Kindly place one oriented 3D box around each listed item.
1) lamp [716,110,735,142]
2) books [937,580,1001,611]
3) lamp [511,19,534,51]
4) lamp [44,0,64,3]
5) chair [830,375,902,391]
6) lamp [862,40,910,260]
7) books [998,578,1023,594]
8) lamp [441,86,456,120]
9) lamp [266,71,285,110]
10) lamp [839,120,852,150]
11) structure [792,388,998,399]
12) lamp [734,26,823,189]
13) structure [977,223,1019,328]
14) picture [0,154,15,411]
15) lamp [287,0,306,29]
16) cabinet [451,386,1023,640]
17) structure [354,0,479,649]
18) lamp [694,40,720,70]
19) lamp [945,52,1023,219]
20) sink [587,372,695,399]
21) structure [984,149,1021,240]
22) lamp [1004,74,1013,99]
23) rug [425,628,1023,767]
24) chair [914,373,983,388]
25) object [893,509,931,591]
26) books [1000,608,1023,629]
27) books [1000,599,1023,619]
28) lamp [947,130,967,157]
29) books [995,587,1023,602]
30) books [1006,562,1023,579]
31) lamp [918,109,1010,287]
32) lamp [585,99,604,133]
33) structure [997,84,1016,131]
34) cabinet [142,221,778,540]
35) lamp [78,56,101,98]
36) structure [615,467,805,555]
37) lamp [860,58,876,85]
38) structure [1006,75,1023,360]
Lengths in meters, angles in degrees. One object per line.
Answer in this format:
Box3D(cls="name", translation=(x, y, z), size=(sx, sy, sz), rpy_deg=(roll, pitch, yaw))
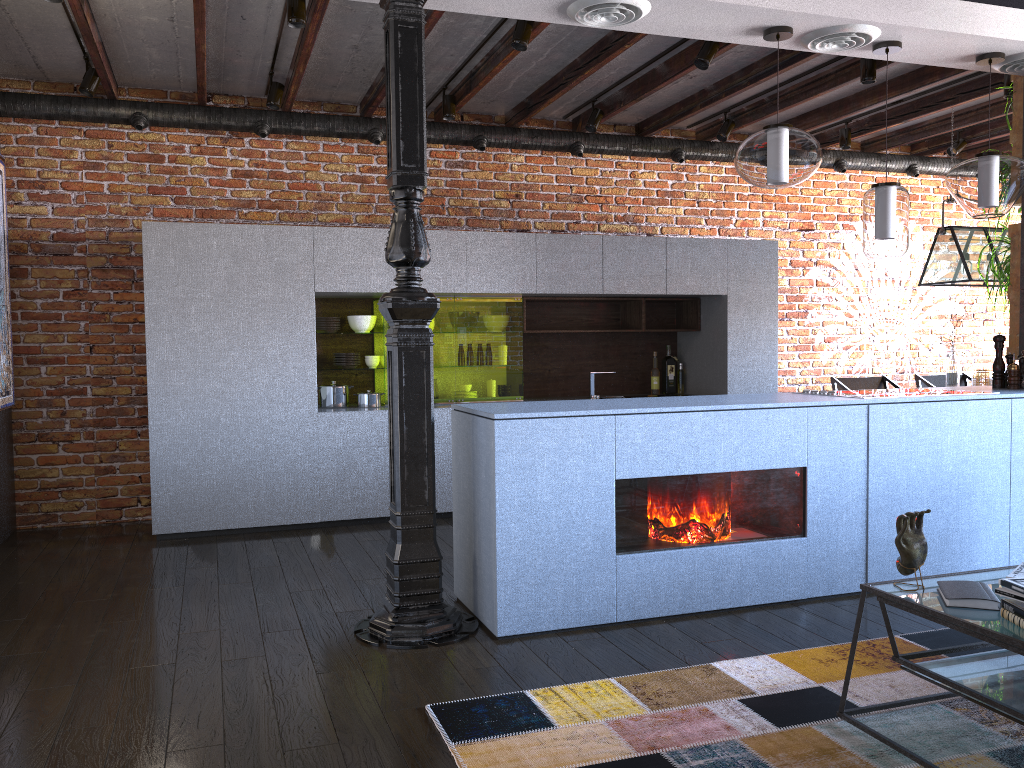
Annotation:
Box3D(cls="lamp", translation=(1.510, -1.813, 6.251), size=(0.148, 0.210, 0.093), rpy_deg=(-2, 3, -31))
Box3D(cls="books", translation=(1.202, 0.555, 2.340), size=(0.129, 0.029, 0.181), rpy_deg=(0, 3, 18))
Box3D(cls="lamp", translation=(0.050, -1.708, 4.262), size=(0.119, 0.203, 0.091), rpy_deg=(-3, 4, -39))
Box3D(cls="lamp", translation=(-1.889, -1.663, 3.607), size=(0.082, 0.184, 0.113), rpy_deg=(1, 4, 36))
Box3D(cls="chair", translation=(2.743, 0.356, 6.549), size=(0.495, 0.818, 0.610), rpy_deg=(-2, 3, -19))
Box3D(cls="lamp", translation=(1.689, -1.043, 4.001), size=(0.198, 0.955, 0.194), rpy_deg=(0, 3, 11))
Box3D(cls="books", translation=(1.313, 0.491, 2.065), size=(0.196, 0.014, 0.268), rpy_deg=(-1, 3, -8))
Box3D(cls="lamp", translation=(-0.409, -1.772, 5.607), size=(0.082, 0.184, 0.110), rpy_deg=(2, 4, 43))
Box3D(cls="lamp", translation=(-1.408, -1.736, 5.273), size=(0.087, 0.201, 0.116), rpy_deg=(2, 4, 40))
Box3D(cls="lamp", translation=(2.482, -1.852, 6.603), size=(0.083, 0.189, 0.123), rpy_deg=(0, 3, 15))
Box3D(cls="structure", translation=(1.802, 0.052, 4.197), size=(0.763, 0.057, 0.504), rpy_deg=(-2, 3, -19))
Box3D(cls="lamp", translation=(1.137, -1.172, 3.792), size=(0.364, 0.665, 0.364), rpy_deg=(-3, 4, -36))
Box3D(cls="structure", translation=(2.873, -0.588, 4.855), size=(0.570, 0.620, 0.422), rpy_deg=(-1, 3, 0))
Box3D(cls="picture", translation=(-2.859, -0.580, 4.845), size=(0.067, 1.470, 0.780), rpy_deg=(-2, 3, -19))
Box3D(cls="lamp", translation=(-0.951, -1.689, 3.930), size=(0.082, 0.184, 0.121), rpy_deg=(-2, 3, -27))
Box3D(cls="cabinet", translation=(1.241, 0.481, 4.018), size=(2.960, 0.844, 0.607), rpy_deg=(-2, 3, -19))
Box3D(cls="structure", translation=(2.088, -0.136, 0.217), size=(0.481, 2.394, 8.512), rpy_deg=(-3, 3, -38))
Box3D(cls="lamp", translation=(1.010, -1.731, 4.581), size=(0.145, 0.210, 0.093), rpy_deg=(-2, 3, -27))
Box3D(cls="lamp", translation=(2.243, -1.162, 4.171), size=(0.367, 0.747, 0.367), rpy_deg=(1, 4, 35))
Box3D(cls="sink", translation=(0.929, 0.051, 6.318), size=(0.827, 0.287, 0.381), rpy_deg=(-2, 3, -19))
Box3D(cls="structure", translation=(2.821, -1.067, 4.859), size=(0.570, 0.620, 0.422), rpy_deg=(2, 4, 40))
Box3D(cls="lamp", translation=(2.958, -1.799, 5.254), size=(0.082, 0.184, 0.113), rpy_deg=(2, 4, 38))
Box3D(cls="rug", translation=(1.074, 0.970, 2.398), size=(2.364, 0.013, 1.431), rpy_deg=(-2, 3, -19))
Box3D(cls="chair", translation=(3.494, 0.335, 6.805), size=(0.495, 0.818, 0.610), rpy_deg=(-2, 3, -19))
Box3D(cls="object", translation=(1.101, 0.454, 2.439), size=(0.093, 0.223, 0.099), rpy_deg=(0, 3, 21))
Box3D(cls="books", translation=(1.310, 0.568, 2.069), size=(0.209, 0.024, 0.247), rpy_deg=(-1, 3, 1))
Box3D(cls="books", translation=(1.310, 0.546, 2.066), size=(0.209, 0.023, 0.251), rpy_deg=(-1, 3, 1))
Box3D(cls="lamp", translation=(3.473, -1.872, 6.915), size=(0.162, 0.201, 0.093), rpy_deg=(-2, 3, -26))
Box3D(cls="books", translation=(1.313, 0.506, 2.066), size=(0.196, 0.014, 0.268), rpy_deg=(-2, 3, -20))
Box3D(cls="books", translation=(1.542, 0.545, 2.417), size=(0.308, 0.038, 0.225), rpy_deg=(2, 3, 41))
Box3D(cls="lamp", translation=(3.453, -1.323, 6.134), size=(1.258, 1.267, 0.464), rpy_deg=(-2, 3, -19))
Box3D(cls="lamp", translation=(0.554, -1.787, 5.929), size=(0.139, 0.209, 0.092), rpy_deg=(-3, 4, -34))
Box3D(cls="structure", translation=(2.886, -1.427, 4.686), size=(0.422, 0.620, 0.570), rpy_deg=(-2, 3, -29))
Box3D(cls="cabinet", translation=(-0.191, -0.074, 5.993), size=(4.174, 1.809, 0.713), rpy_deg=(-2, 3, -19))
Box3D(cls="lamp", translation=(-2.350, -1.707, 4.948), size=(0.091, 0.207, 0.130), rpy_deg=(2, 4, 43))
Box3D(cls="structure", translation=(0.754, 0.528, 3.728), size=(0.944, 0.394, 0.332), rpy_deg=(-2, 3, -19))
Box3D(cls="lamp", translation=(1.975, -1.771, 4.923), size=(0.082, 0.184, 0.116), rpy_deg=(1, 3, 32))
Box3D(cls="structure", translation=(4.037, -0.526, 5.141), size=(2.829, 2.382, 0.206), rpy_deg=(-2, 3, -19))
